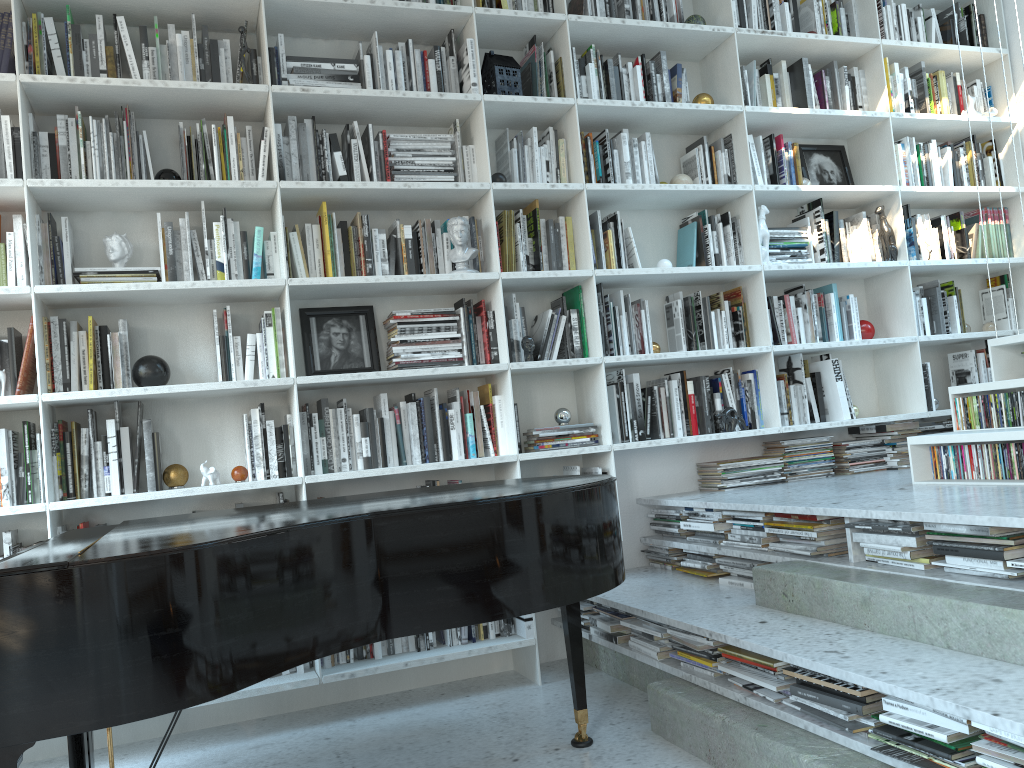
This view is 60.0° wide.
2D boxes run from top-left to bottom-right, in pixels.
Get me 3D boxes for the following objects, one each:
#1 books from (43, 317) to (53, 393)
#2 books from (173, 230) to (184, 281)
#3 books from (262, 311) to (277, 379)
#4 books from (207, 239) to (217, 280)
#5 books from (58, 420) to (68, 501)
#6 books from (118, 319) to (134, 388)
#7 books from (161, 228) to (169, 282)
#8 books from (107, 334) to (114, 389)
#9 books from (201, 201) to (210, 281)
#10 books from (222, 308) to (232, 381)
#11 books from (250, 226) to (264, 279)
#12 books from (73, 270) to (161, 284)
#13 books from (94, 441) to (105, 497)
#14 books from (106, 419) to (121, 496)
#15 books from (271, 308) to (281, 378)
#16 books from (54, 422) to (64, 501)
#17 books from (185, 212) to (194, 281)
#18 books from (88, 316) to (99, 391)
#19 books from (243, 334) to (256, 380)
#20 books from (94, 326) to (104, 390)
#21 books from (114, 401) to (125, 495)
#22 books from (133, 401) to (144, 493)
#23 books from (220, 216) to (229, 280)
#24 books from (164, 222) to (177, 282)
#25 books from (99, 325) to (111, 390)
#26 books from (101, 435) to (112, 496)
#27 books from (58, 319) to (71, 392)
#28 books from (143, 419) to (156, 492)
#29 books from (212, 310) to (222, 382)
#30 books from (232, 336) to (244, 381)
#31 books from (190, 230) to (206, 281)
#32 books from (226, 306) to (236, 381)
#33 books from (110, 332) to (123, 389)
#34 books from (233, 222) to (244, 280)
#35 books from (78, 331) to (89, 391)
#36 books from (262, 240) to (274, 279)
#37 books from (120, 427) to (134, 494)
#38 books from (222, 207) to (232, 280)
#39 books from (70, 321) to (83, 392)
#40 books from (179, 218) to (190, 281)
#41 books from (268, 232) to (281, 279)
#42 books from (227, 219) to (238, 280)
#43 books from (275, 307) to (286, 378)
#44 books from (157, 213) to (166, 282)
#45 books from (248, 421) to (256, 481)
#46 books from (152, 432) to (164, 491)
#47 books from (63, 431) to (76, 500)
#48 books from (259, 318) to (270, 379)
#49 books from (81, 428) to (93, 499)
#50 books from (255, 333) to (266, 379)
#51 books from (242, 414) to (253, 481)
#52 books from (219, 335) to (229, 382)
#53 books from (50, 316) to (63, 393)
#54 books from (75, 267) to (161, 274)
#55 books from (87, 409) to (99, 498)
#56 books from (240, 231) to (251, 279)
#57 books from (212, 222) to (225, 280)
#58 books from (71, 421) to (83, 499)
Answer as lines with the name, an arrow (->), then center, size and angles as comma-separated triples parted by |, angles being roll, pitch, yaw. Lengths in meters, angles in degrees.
books -> -1.661, -0.088, 3.193 | 0.012, 0.285, 0.159 | -5, -4, -20
books -> -1.266, -0.455, 3.375 | 0.024, 0.227, 0.138 | -5, -4, -20
books -> -0.942, -0.135, 3.440 | 0.027, 0.269, 0.178 | -5, -4, -20
books -> -1.153, -0.445, 3.410 | 0.025, 0.189, 0.140 | -5, -4, -20
books -> -1.596, 0.273, 3.171 | 0.013, 0.283, 0.146 | -5, -4, -20
books -> -1.424, -0.096, 3.277 | 0.028, 0.265, 0.144 | -5, -4, -20
books -> -1.307, -0.456, 3.350 | 0.010, 0.231, 0.154 | -5, -4, -20
books -> -1.462, -0.065, 3.249 | 0.011, 0.208, 0.180 | -5, -4, -20
books -> -1.172, -0.515, 3.394 | 0.010, 0.329, 0.173 | -5, -4, -20
books -> -1.091, -0.134, 3.399 | 0.011, 0.291, 0.156 | -5, -4, -20
books -> -0.994, -0.478, 3.446 | 0.060, 0.227, 0.179 | -5, -4, -20
books -> -1.458, -0.396, 3.288 | 0.285, 0.012, 0.159 | -4, -4, -18
books -> -1.483, 0.309, 3.209 | 0.024, 0.196, 0.157 | -5, -4, -20
books -> -1.440, 0.268, 3.220 | 0.027, 0.269, 0.185 | -5, -4, -20
books -> -0.922, -0.142, 3.438 | 0.011, 0.279, 0.187 | -5, -4, -20
books -> -1.612, 0.279, 3.175 | 0.013, 0.275, 0.147 | -5, -4, -20
books -> -1.223, -0.490, 3.365 | 0.012, 0.286, 0.167 | -5, -4, -20
books -> -1.517, -0.096, 3.214 | 0.026, 0.274, 0.190 | -5, -4, -20
books -> -1.011, -0.089, 3.411 | 0.057, 0.188, 0.156 | -4, -4, -20
books -> -1.503, -0.080, 3.239 | 0.014, 0.243, 0.153 | -5, -4, -20
books -> -1.434, 0.235, 3.252 | 0.013, 0.338, 0.138 | -5, -3, -20
books -> -1.369, 0.234, 3.250 | 0.050, 0.328, 0.166 | -5, -4, -20
books -> -1.104, -0.489, 3.400 | 0.012, 0.265, 0.193 | -5, -4, -20
books -> -1.283, -0.466, 3.340 | 0.030, 0.247, 0.174 | -5, -4, -20
books -> -1.489, -0.082, 3.262 | 0.028, 0.247, 0.142 | -5, -4, -20
books -> -1.461, 0.297, 3.213 | 0.021, 0.215, 0.172 | -5, -4, -20
books -> -1.607, -0.087, 3.207 | 0.026, 0.275, 0.154 | -5, -4, -20
books -> -1.329, 0.264, 3.259 | 0.027, 0.261, 0.163 | -5, -4, -20
books -> -1.123, -0.129, 3.379 | 0.012, 0.285, 0.159 | -5, -4, -20
books -> -1.056, -0.082, 3.410 | 0.030, 0.182, 0.154 | -5, -4, -20
books -> -1.197, -0.460, 3.389 | 0.048, 0.224, 0.149 | -5, -4, -20
books -> -1.080, -0.138, 3.400 | 0.012, 0.298, 0.166 | -5, -4, -20
books -> -1.443, -0.071, 3.252 | 0.028, 0.216, 0.175 | -5, -4, -20
books -> -1.066, -0.485, 3.446 | 0.022, 0.256, 0.152 | -5, -4, -20
books -> -1.545, -0.069, 3.224 | 0.025, 0.228, 0.153 | -5, -4, -20
books -> -0.956, -0.456, 3.476 | 0.027, 0.181, 0.142 | -5, -4, -20
books -> -1.407, 0.281, 3.249 | 0.028, 0.240, 0.136 | -5, -4, -20
books -> -1.098, -0.507, 3.413 | 0.011, 0.300, 0.178 | -5, -4, -20
books -> -1.575, -0.084, 3.211 | 0.036, 0.263, 0.166 | -5, -4, -20
books -> -1.242, -0.478, 3.370 | 0.022, 0.267, 0.151 | -5, -4, -20
books -> -0.934, -0.476, 3.489 | 0.026, 0.217, 0.126 | -5, -4, -20
books -> -1.080, -0.487, 3.419 | 0.023, 0.259, 0.170 | -5, -4, -20
books -> -0.908, -0.144, 3.446 | 0.021, 0.281, 0.162 | -5, -4, -20
books -> -1.316, -0.482, 3.335 | 0.012, 0.285, 0.159 | -5, -4, -20
books -> -1.001, 0.259, 3.401 | 0.015, 0.225, 0.148 | -5, -4, -20
books -> -1.308, 0.288, 3.280 | 0.023, 0.212, 0.160 | -5, -4, -20
books -> -1.573, 0.293, 3.174 | 0.030, 0.239, 0.157 | -5, -4, -20
books -> -0.957, -0.122, 3.426 | 0.012, 0.244, 0.171 | -5, -4, -20
books -> -1.529, 0.286, 3.191 | 0.042, 0.248, 0.163 | -5, -4, -20
books -> -0.975, -0.091, 3.429 | 0.024, 0.188, 0.172 | -5, -4, -20
books -> -1.013, 0.245, 3.389 | 0.012, 0.254, 0.161 | -5, -4, -20
books -> -1.099, -0.081, 3.379 | 0.025, 0.186, 0.154 | -5, -4, -20
books -> -1.629, -0.091, 3.194 | 0.025, 0.284, 0.145 | -5, -4, -20
books -> -1.458, -0.408, 3.284 | 0.285, 0.012, 0.159 | -4, -4, -24
books -> -1.505, 0.251, 3.201 | 0.014, 0.313, 0.166 | -5, -4, -20
books -> -1.041, -0.469, 3.453 | 0.026, 0.219, 0.150 | -5, -4, -20
books -> -1.125, -0.478, 3.403 | 0.028, 0.247, 0.170 | -5, -4, -20
books -> -1.552, 0.275, 3.175 | 0.012, 0.272, 0.181 | -5, -4, -20
